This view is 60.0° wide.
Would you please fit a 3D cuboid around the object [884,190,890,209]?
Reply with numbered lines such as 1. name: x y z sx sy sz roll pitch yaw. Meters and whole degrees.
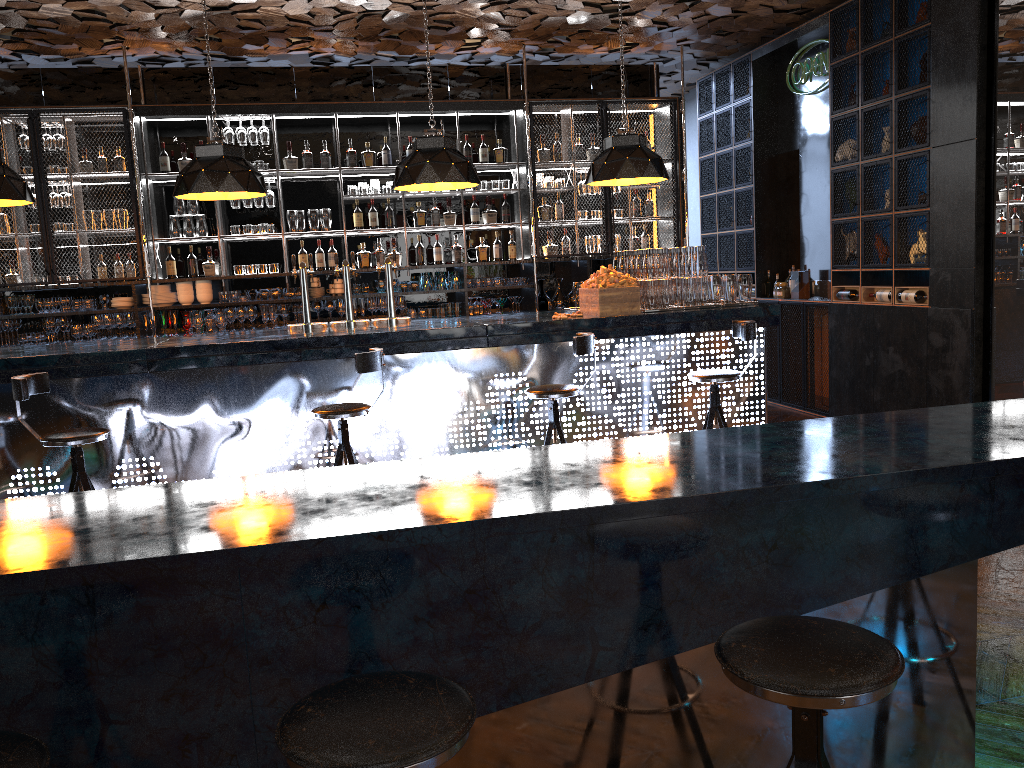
1. object: 3.071 -1.479 7.136 0.096 0.210 0.183 -4 8 -9

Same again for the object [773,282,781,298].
1. object: 2.720 -0.939 8.852 0.228 0.164 0.117 -5 8 -11

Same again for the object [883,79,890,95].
1. object: 3.034 -2.324 7.017 0.210 0.168 0.105 -5 8 -13

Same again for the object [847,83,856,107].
1. object: 2.900 -2.410 7.425 0.126 0.249 0.253 -5 8 -12

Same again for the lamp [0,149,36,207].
1. lamp: -3.265 -1.844 5.271 0.582 1.606 0.607 -5 8 -12

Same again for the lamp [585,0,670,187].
1. lamp: 0.783 -2.224 6.268 0.582 1.564 0.607 -5 8 -12

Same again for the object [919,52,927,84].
1. object: 3.106 -2.331 6.570 0.114 0.290 0.249 -5 8 -12

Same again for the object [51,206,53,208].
1. object: -4.141 -1.678 7.903 0.081 0.213 0.081 -4 8 -6

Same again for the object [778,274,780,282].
1. object: 2.706 -1.002 9.020 0.065 0.237 0.065 2 9 36

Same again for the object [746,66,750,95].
1. object: 2.470 -3.096 9.097 0.116 0.358 0.198 -5 8 -12

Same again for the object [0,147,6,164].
1. object: -4.452 -1.937 7.739 0.075 0.261 0.075 2 9 36

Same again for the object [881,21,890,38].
1. object: 2.997 -2.828 6.935 0.152 0.332 0.289 -6 8 -20

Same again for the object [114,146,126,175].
1. object: -3.514 -2.001 7.939 0.073 0.246 0.072 -3 7 3

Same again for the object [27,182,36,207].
1. object: -4.203 -1.654 7.744 0.081 0.213 0.081 -4 8 -6

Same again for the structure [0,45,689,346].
1. structure: -1.544 -1.270 8.278 6.750 3.553 1.143 -5 8 -12

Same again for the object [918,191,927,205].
1. object: 3.149 -1.437 6.716 0.119 0.220 0.212 -7 8 -28

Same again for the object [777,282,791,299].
1. object: 2.668 -0.918 8.710 0.106 0.164 0.106 -6 8 -22

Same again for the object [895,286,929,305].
1. object: 3.098 -0.676 6.762 0.123 0.132 0.396 -5 8 -11

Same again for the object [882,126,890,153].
1. object: 3.064 -1.927 7.034 0.126 0.249 0.253 -10 10 -42

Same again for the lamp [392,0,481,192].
1. lamp: -0.551 -2.097 5.859 0.582 1.564 0.607 -5 8 -12

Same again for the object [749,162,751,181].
1. object: 2.548 -2.239 9.213 0.116 0.358 0.198 -10 10 -42

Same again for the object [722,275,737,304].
1. object: 1.508 -0.649 6.142 0.105 0.209 0.105 -9 9 -37

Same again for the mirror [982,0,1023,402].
1. mirror: 3.355 -1.168 5.450 0.026 3.551 1.194 -5 8 -12

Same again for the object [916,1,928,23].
1. object: 3.083 -2.722 6.525 0.138 0.222 0.278 -5 8 -12

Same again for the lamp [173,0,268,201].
1. lamp: -1.936 -1.998 5.681 0.582 1.564 0.607 -5 8 -12

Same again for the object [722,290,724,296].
1. object: 2.446 -1.032 9.745 0.123 0.132 0.396 -5 8 -12

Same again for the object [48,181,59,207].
1. object: -4.025 -1.669 7.782 0.081 0.213 0.081 -4 8 -6

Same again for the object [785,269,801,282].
1. object: 2.893 -1.031 8.979 0.165 0.294 0.229 -10 10 -43

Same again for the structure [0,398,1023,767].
1. structure: -0.586 0.774 2.116 4.941 0.998 0.673 -5 8 -12

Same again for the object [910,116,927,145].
1. object: 3.126 -1.880 6.640 0.266 0.239 0.265 -8 9 -33

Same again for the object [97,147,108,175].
1. object: -3.656 -1.989 7.909 0.073 0.246 0.072 -7 8 -27

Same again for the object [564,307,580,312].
1. object: 0.570 -0.548 6.501 0.273 0.019 0.437 -5 8 -12

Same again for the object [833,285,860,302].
1. object: 2.914 -0.773 7.594 0.122 0.133 0.396 -5 8 -12

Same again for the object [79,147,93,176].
1. object: -3.790 -1.976 7.882 0.108 0.244 0.108 -6 8 -23

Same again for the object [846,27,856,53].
1. object: 2.896 -2.835 7.345 0.126 0.249 0.253 -10 10 -42

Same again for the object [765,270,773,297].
1. object: 2.634 -1.024 9.086 0.080 0.279 0.080 2 9 36

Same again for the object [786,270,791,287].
1. object: 2.785 -1.005 8.876 0.080 0.279 0.080 2 9 36

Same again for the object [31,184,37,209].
1. object: -4.235 -1.670 7.883 0.081 0.213 0.081 -4 8 -6

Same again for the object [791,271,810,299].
1. object: 2.764 -0.951 8.502 0.116 0.264 0.144 -5 8 -12

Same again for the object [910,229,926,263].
1. object: 3.176 -1.044 6.736 0.164 0.303 0.341 -4 8 -7

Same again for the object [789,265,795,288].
1. object: 2.786 -1.016 8.776 0.086 0.313 0.086 1 9 31

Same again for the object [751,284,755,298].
1. object: 2.533 -0.981 9.331 0.122 0.132 0.396 -5 8 -12

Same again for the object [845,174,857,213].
1. object: 2.951 -1.608 7.532 0.167 0.356 0.255 -4 8 -7

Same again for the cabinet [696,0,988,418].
1. cabinet: 2.929 -1.489 8.215 0.691 3.514 4.416 -5 8 -12

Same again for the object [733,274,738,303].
1. object: 1.543 -0.666 6.260 0.105 0.209 0.105 -1 8 13

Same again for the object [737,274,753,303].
1. object: 1.616 -0.656 6.153 0.105 0.209 0.105 -9 9 -37

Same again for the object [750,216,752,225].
1. object: 2.634 -1.742 9.275 0.278 0.222 0.138 -1 8 17

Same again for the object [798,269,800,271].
1. object: 2.816 -0.983 8.698 0.080 0.279 0.080 1 8 26

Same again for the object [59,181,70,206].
1. object: -3.937 -1.676 7.801 0.081 0.213 0.081 -4 8 -6

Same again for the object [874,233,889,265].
1. object: 3.033 -1.082 7.177 0.131 0.280 0.208 -7 9 -30

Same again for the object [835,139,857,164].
1. object: 2.930 -1.963 7.474 0.192 0.221 0.403 -10 10 -42

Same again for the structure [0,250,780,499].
1. structure: -1.244 -0.037 5.936 6.009 1.685 1.214 -5 8 -12

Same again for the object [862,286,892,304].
1. object: 3.005 -0.724 7.181 0.122 0.132 0.396 -5 8 -12

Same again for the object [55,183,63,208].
1. object: -4.057 -1.685 7.921 0.081 0.213 0.081 -4 8 -6

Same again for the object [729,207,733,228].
1. object: 2.512 -1.822 9.669 0.290 0.290 0.097 1 8 26

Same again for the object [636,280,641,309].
1. object: 0.902 -0.625 6.201 0.105 0.209 0.105 -1 8 13

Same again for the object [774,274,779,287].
1. object: 2.674 -0.989 8.940 0.065 0.237 0.065 -10 10 -43

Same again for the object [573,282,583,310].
1. object: 0.505 -0.653 6.594 0.105 0.209 0.105 -1 8 13

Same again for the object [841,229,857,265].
1. object: 2.969 -1.171 7.593 0.175 0.351 0.369 -4 8 -7

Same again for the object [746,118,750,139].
1. object: 2.499 -2.628 9.128 0.097 0.290 0.290 -5 8 -14
